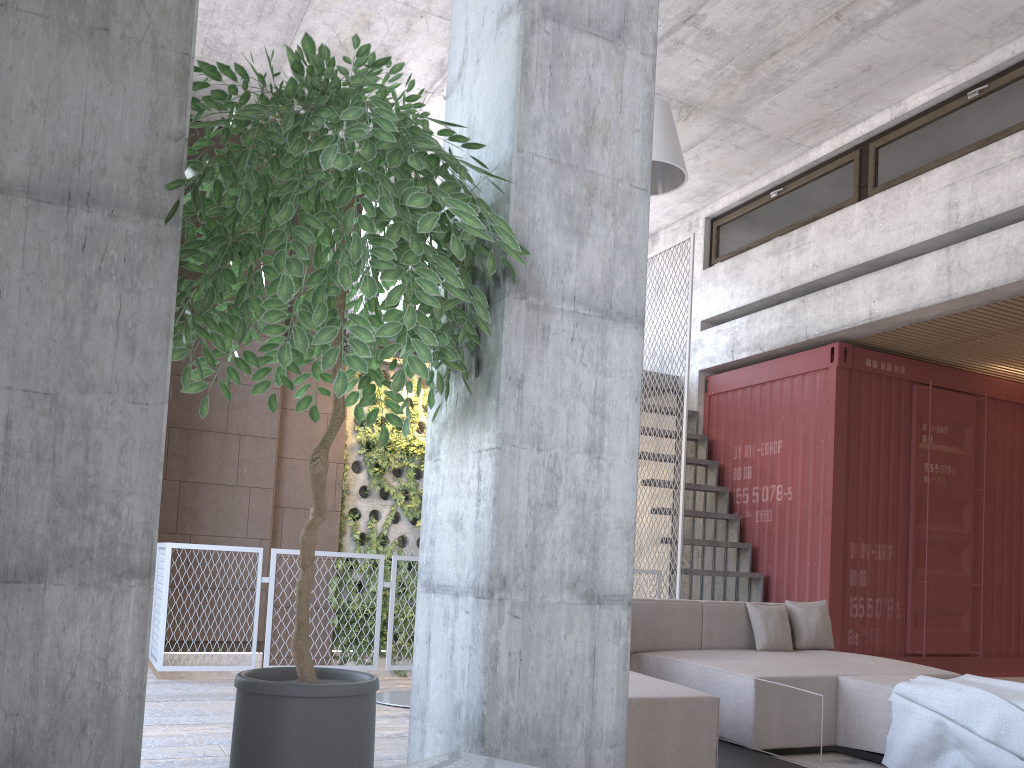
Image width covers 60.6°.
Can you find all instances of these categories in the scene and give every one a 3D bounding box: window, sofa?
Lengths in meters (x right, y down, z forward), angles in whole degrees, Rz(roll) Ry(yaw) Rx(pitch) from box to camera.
[{"bbox_3d":[-0.172,-1.035,10.225,3.591,1.726,0.110,8,-5,-26],"label":"window"},{"bbox_3d":[4.111,-2.247,6.098,0.114,0.597,8.542,5,-11,-26],"label":"window"},{"bbox_3d":[1.477,1.629,4.781,3.018,0.773,3.049,9,-13,-26],"label":"sofa"}]

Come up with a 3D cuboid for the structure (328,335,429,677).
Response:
[{"bbox_3d":[-0.680,1.404,9.582,2.644,3.769,1.011,6,-5,-26],"label":"structure"}]

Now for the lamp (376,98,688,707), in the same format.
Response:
[{"bbox_3d":[0.066,0.395,5.493,0.762,3.377,2.644,6,-7,-38],"label":"lamp"}]

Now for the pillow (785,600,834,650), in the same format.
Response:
[{"bbox_3d":[2.168,1.743,6.359,0.364,0.361,0.189,6,-6,-21],"label":"pillow"}]

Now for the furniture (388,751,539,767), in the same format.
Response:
[{"bbox_3d":[0.199,0.923,0.900,1.627,0.798,1.829,1,-11,11],"label":"furniture"}]

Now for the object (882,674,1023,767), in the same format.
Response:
[{"bbox_3d":[2.558,1.658,4.003,1.045,0.494,1.625,4,-11,-7],"label":"object"}]

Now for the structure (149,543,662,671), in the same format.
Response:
[{"bbox_3d":[-1.001,2.091,8.232,4.458,0.920,1.950,9,-12,-26],"label":"structure"}]

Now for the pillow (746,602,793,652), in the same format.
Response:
[{"bbox_3d":[1.824,1.720,6.163,0.373,0.354,0.188,7,-7,-27],"label":"pillow"}]

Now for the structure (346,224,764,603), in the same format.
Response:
[{"bbox_3d":[0.377,0.740,8.879,3.707,4.255,3.064,7,-7,-26],"label":"structure"}]

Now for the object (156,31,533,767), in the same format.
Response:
[{"bbox_3d":[-0.461,0.079,2.083,0.968,1.838,1.014,0,-6,30],"label":"object"}]
